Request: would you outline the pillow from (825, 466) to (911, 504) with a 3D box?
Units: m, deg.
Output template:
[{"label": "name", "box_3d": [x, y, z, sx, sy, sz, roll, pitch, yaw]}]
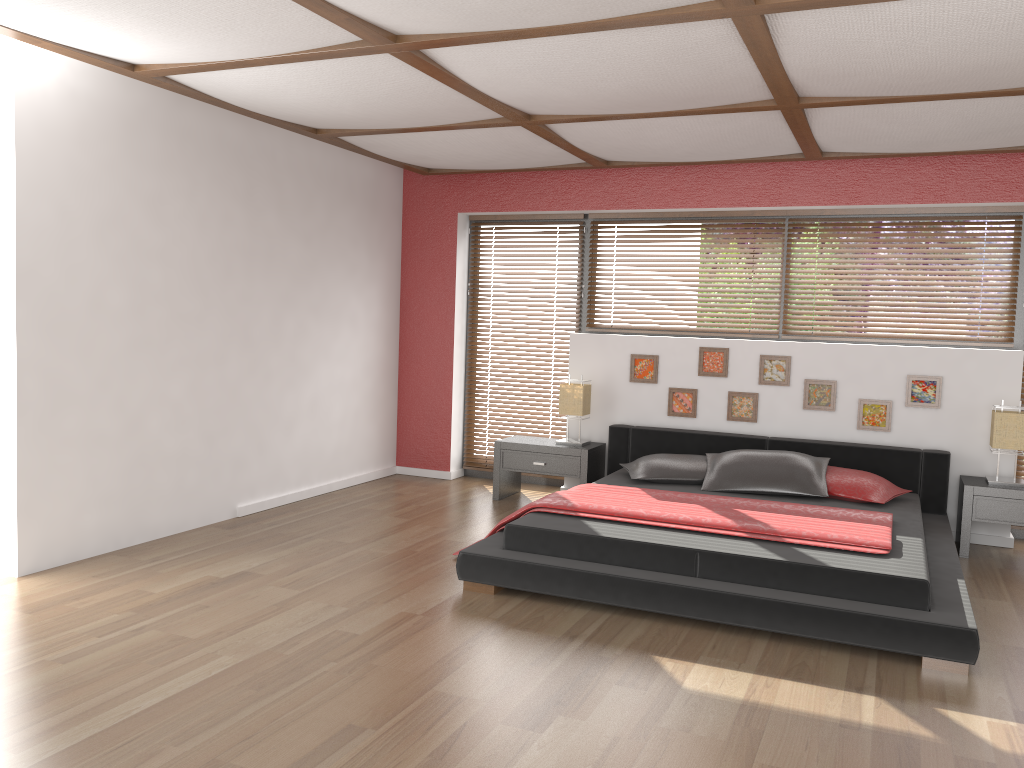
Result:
[{"label": "pillow", "box_3d": [1.935, 0.591, 5.296, 0.745, 0.172, 0.418, 6, 6, 42]}]

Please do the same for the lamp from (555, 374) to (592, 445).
[{"label": "lamp", "box_3d": [0.443, 0.173, 6.276, 0.200, 0.480, 0.200, 4, 4, 23]}]

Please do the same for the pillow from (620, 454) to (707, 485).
[{"label": "pillow", "box_3d": [1.078, 0.539, 5.608, 0.745, 0.172, 0.418, 2, 4, -1]}]

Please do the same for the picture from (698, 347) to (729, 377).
[{"label": "picture", "box_3d": [1.379, -0.150, 6.073, 0.200, 0.200, 0.010, 4, 4, 23]}]

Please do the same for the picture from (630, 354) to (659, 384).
[{"label": "picture", "box_3d": [0.933, -0.107, 6.270, 0.200, 0.200, 0.010, 4, 4, 23]}]

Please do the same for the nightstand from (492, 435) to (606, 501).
[{"label": "nightstand", "box_3d": [0.265, 0.625, 6.335, 0.700, 0.423, 0.413, 4, 4, 23]}]

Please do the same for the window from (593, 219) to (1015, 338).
[{"label": "window", "box_3d": [1.910, -0.748, 6.194, 2.817, 0.786, 0.020, 4, 4, 23]}]

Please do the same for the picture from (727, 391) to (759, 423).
[{"label": "picture", "box_3d": [1.562, 0.155, 6.009, 0.200, 0.200, 0.010, 4, 4, 23]}]

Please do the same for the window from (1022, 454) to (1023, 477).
[{"label": "window", "box_3d": [3.676, -0.090, 5.459, 0.889, 1.893, 0.020, 4, 4, 23]}]

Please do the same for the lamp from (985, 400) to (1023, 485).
[{"label": "lamp", "box_3d": [2.914, 0.334, 5.204, 0.200, 0.480, 0.200, 4, 4, 23]}]

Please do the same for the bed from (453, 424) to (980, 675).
[{"label": "bed", "box_3d": [1.100, 0.680, 4.880, 2.469, 0.577, 2.413, 4, 4, 23]}]

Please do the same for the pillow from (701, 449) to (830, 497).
[{"label": "pillow", "box_3d": [1.515, 0.522, 5.323, 0.744, 0.241, 0.386, 3, 4, 19]}]

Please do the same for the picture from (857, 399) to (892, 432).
[{"label": "picture", "box_3d": [2.322, 0.200, 5.680, 0.200, 0.200, 0.010, 4, 4, 23]}]

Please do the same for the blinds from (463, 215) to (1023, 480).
[{"label": "blinds", "box_3d": [1.859, -0.168, 6.174, 4.840, 1.952, 0.032, 4, 4, 23]}]

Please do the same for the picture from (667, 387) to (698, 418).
[{"label": "picture", "box_3d": [1.186, 0.130, 6.172, 0.200, 0.200, 0.010, 4, 4, 23]}]

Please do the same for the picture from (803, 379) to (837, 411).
[{"label": "picture", "box_3d": [2.015, 0.073, 5.807, 0.200, 0.200, 0.010, 4, 4, 23]}]

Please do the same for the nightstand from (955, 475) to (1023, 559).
[{"label": "nightstand", "box_3d": [2.991, 0.803, 5.153, 0.700, 0.423, 0.413, 4, 4, 23]}]

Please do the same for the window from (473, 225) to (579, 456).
[{"label": "window", "box_3d": [0.103, -0.324, 7.008, 0.889, 1.893, 0.020, 4, 4, 23]}]

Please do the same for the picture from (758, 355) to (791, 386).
[{"label": "picture", "box_3d": [1.751, -0.090, 5.913, 0.200, 0.200, 0.010, 4, 4, 23]}]

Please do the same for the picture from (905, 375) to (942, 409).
[{"label": "picture", "box_3d": [2.580, 0.048, 5.559, 0.200, 0.200, 0.010, 4, 4, 23]}]
